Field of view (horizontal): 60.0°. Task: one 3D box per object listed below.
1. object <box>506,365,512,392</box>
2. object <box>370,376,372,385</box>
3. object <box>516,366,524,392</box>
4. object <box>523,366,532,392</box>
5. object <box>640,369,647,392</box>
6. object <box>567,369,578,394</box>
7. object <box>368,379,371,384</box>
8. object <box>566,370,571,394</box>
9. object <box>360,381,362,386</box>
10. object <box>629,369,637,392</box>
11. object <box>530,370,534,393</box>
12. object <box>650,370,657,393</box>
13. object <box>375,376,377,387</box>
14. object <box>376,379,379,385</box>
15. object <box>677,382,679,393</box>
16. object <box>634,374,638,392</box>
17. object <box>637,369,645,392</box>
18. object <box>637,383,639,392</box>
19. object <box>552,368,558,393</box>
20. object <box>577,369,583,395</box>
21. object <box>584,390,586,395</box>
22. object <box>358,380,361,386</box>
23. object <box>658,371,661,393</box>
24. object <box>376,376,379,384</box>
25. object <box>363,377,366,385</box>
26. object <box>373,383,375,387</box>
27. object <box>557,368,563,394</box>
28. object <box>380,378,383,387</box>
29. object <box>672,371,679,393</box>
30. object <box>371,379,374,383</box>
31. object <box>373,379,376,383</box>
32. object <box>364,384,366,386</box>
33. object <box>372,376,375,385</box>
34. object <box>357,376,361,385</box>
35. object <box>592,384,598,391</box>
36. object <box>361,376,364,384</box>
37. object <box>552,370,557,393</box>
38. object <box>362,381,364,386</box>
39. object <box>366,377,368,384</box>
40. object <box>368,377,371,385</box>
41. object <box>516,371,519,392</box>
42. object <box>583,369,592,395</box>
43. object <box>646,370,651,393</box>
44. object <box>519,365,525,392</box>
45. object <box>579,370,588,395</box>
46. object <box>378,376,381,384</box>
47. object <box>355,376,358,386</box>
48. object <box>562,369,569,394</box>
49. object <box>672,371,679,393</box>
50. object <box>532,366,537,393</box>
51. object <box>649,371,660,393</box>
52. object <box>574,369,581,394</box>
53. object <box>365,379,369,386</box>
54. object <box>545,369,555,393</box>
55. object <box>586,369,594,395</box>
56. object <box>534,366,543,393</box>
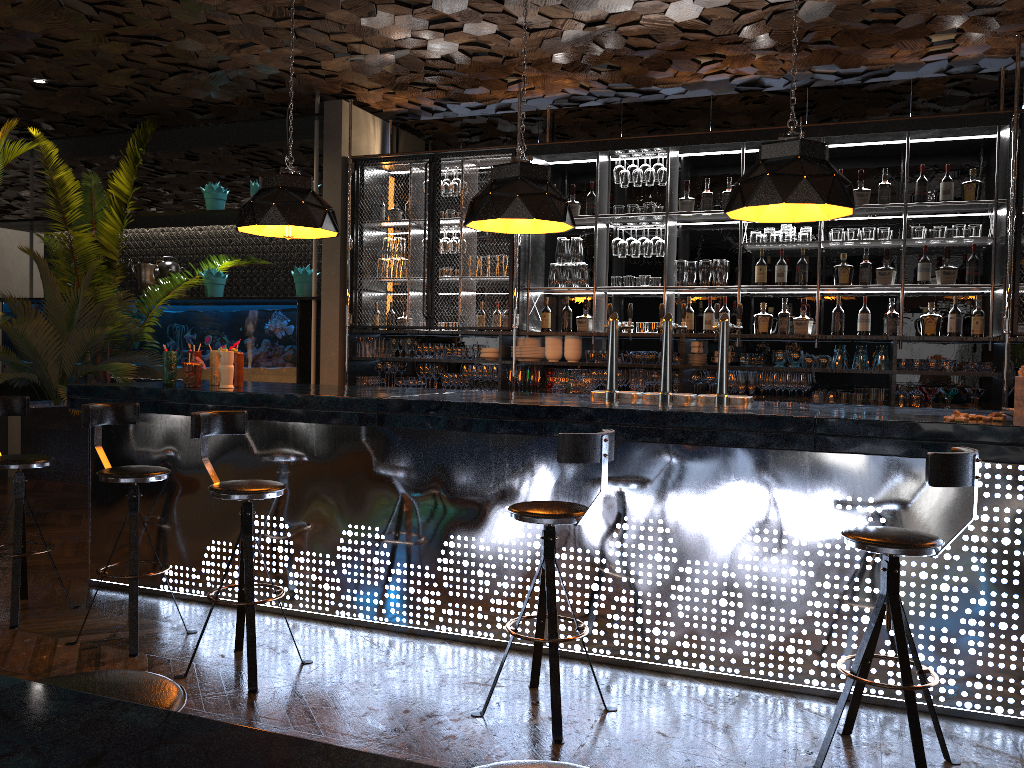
[{"bbox_3d":[-0.017,-0.037,7.321,0.073,0.229,0.073,2,2,10],"label":"object"},{"bbox_3d":[-1.261,-0.018,7.922,0.031,0.098,0.031,0,2,-24],"label":"object"},{"bbox_3d":[0.065,-0.037,7.364,0.073,0.229,0.073,2,2,10],"label":"object"},{"bbox_3d":[0.126,-0.033,7.286,0.073,0.229,0.073,2,2,10],"label":"object"},{"bbox_3d":[1.030,-0.001,6.973,0.071,0.226,0.071,1,2,-7],"label":"object"},{"bbox_3d":[0.484,-0.011,7.116,0.082,0.213,0.082,0,2,-35],"label":"object"},{"bbox_3d":[-1.257,-0.004,7.804,0.034,0.080,0.034,1,2,-14],"label":"object"},{"bbox_3d":[0.464,-0.018,7.315,0.082,0.213,0.082,3,3,42],"label":"object"},{"bbox_3d":[-1.348,-0.019,7.919,0.028,0.097,0.028,-1,3,-44],"label":"object"},{"bbox_3d":[0.947,-0.003,6.962,0.071,0.226,0.071,1,2,-7],"label":"object"},{"bbox_3d":[0.166,-0.036,7.414,0.073,0.229,0.073,2,2,10],"label":"object"},{"bbox_3d":[1.121,0.000,7.143,0.092,0.218,0.092,1,2,-18],"label":"object"},{"bbox_3d":[-1.231,-0.019,7.992,0.031,0.098,0.031,0,2,-37],"label":"object"},{"bbox_3d":[-1.205,-0.007,7.931,0.034,0.080,0.034,1,2,4],"label":"object"},{"bbox_3d":[1.319,0.008,7.041,0.071,0.217,0.071,2,2,30],"label":"object"},{"bbox_3d":[0.976,-0.005,7.041,0.071,0.226,0.071,1,2,-7],"label":"object"},{"bbox_3d":[1.001,0.001,6.898,0.071,0.226,0.071,1,2,-7],"label":"object"},{"bbox_3d":[1.014,-0.007,7.126,0.071,0.226,0.071,1,2,-7],"label":"object"},{"bbox_3d":[0.373,-0.021,7.349,0.082,0.213,0.082,1,2,-19],"label":"object"},{"bbox_3d":[0.550,-0.015,7.280,0.082,0.213,0.082,0,2,-37],"label":"object"},{"bbox_3d":[0.585,-0.017,7.363,0.082,0.213,0.082,2,2,21],"label":"object"},{"bbox_3d":[-1.360,-0.018,7.888,0.028,0.097,0.028,1,2,-19],"label":"object"},{"bbox_3d":[1.159,0.006,6.986,0.092,0.218,0.092,1,2,-18],"label":"object"},{"bbox_3d":[-1.220,-0.020,8.029,0.031,0.098,0.031,0,2,-22],"label":"object"},{"bbox_3d":[-1.302,-0.015,7.818,0.031,0.098,0.031,0,2,-30],"label":"object"},{"bbox_3d":[-1.252,-0.022,8.053,0.033,0.101,0.033,0,2,-39],"label":"object"},{"bbox_3d":[0.402,-0.024,7.433,0.082,0.213,0.082,1,2,-2],"label":"object"},{"bbox_3d":[-1.177,-0.009,8.012,0.034,0.080,0.034,2,2,31],"label":"object"},{"bbox_3d":[1.279,0.009,6.971,0.071,0.217,0.071,2,2,30],"label":"object"},{"bbox_3d":[-1.240,-0.005,7.850,0.034,0.080,0.034,1,2,-12],"label":"object"},{"bbox_3d":[-1.226,-0.006,7.888,0.034,0.080,0.034,2,2,30],"label":"object"},{"bbox_3d":[-1.325,-0.021,7.985,0.028,0.097,0.028,-1,3,-44],"label":"object"},{"bbox_3d":[-1.245,-0.018,7.960,0.031,0.098,0.031,3,3,43],"label":"object"},{"bbox_3d":[-1.347,-0.016,7.816,0.033,0.101,0.033,-1,3,-44],"label":"object"},{"bbox_3d":[0.676,-0.014,7.326,0.082,0.213,0.082,2,2,12],"label":"object"},{"bbox_3d":[-1.329,-0.017,7.857,0.033,0.101,0.033,1,2,2],"label":"object"},{"bbox_3d":[0.339,-0.019,7.269,0.082,0.213,0.082,2,2,14],"label":"object"},{"bbox_3d":[-1.336,-0.020,7.949,0.028,0.097,0.028,2,2,19],"label":"object"},{"bbox_3d":[-1.290,-0.016,7.854,0.031,0.098,0.031,1,2,-5],"label":"object"},{"bbox_3d":[-1.271,-0.017,7.890,0.031,0.098,0.031,1,2,-18],"label":"object"},{"bbox_3d":[0.056,-0.040,7.449,0.073,0.229,0.073,2,2,10],"label":"object"},{"bbox_3d":[0.608,-0.010,7.162,0.082,0.213,0.082,1,2,2],"label":"object"},{"bbox_3d":[1.077,0.002,7.045,0.092,0.218,0.092,1,2,-18],"label":"object"},{"bbox_3d":[0.092,-0.043,7.551,0.073,0.229,0.073,2,2,10],"label":"object"},{"bbox_3d":[0.569,-0.008,7.080,0.082,0.213,0.082,0,2,-39],"label":"object"},{"bbox_3d":[-1.208,-0.021,8.063,0.031,0.098,0.031,2,2,26],"label":"object"},{"bbox_3d":[-1.373,-0.018,7.857,0.028,0.097,0.028,2,2,11],"label":"object"},{"bbox_3d":[0.423,-0.016,7.232,0.082,0.213,0.082,1,2,-2],"label":"object"},{"bbox_3d":[1.265,0.013,6.845,0.071,0.217,0.071,2,2,30],"label":"object"},{"bbox_3d":[0.194,-0.033,7.333,0.073,0.229,0.073,2,2,10],"label":"object"},{"bbox_3d":[1.104,0.008,6.891,0.092,0.218,0.092,1,2,-18],"label":"object"},{"bbox_3d":[0.517,-0.013,7.196,0.082,0.213,0.082,1,2,1],"label":"object"},{"bbox_3d":[-1.272,-0.003,7.763,0.034,0.080,0.034,3,2,35],"label":"object"},{"bbox_3d":[0.304,-0.018,7.186,0.082,0.213,0.082,0,2,-39],"label":"object"},{"bbox_3d":[0.641,-0.012,7.245,0.082,0.213,0.082,2,2,9],"label":"object"},{"bbox_3d":[0.215,-0.030,7.246,0.073,0.229,0.073,2,2,10],"label":"object"}]
